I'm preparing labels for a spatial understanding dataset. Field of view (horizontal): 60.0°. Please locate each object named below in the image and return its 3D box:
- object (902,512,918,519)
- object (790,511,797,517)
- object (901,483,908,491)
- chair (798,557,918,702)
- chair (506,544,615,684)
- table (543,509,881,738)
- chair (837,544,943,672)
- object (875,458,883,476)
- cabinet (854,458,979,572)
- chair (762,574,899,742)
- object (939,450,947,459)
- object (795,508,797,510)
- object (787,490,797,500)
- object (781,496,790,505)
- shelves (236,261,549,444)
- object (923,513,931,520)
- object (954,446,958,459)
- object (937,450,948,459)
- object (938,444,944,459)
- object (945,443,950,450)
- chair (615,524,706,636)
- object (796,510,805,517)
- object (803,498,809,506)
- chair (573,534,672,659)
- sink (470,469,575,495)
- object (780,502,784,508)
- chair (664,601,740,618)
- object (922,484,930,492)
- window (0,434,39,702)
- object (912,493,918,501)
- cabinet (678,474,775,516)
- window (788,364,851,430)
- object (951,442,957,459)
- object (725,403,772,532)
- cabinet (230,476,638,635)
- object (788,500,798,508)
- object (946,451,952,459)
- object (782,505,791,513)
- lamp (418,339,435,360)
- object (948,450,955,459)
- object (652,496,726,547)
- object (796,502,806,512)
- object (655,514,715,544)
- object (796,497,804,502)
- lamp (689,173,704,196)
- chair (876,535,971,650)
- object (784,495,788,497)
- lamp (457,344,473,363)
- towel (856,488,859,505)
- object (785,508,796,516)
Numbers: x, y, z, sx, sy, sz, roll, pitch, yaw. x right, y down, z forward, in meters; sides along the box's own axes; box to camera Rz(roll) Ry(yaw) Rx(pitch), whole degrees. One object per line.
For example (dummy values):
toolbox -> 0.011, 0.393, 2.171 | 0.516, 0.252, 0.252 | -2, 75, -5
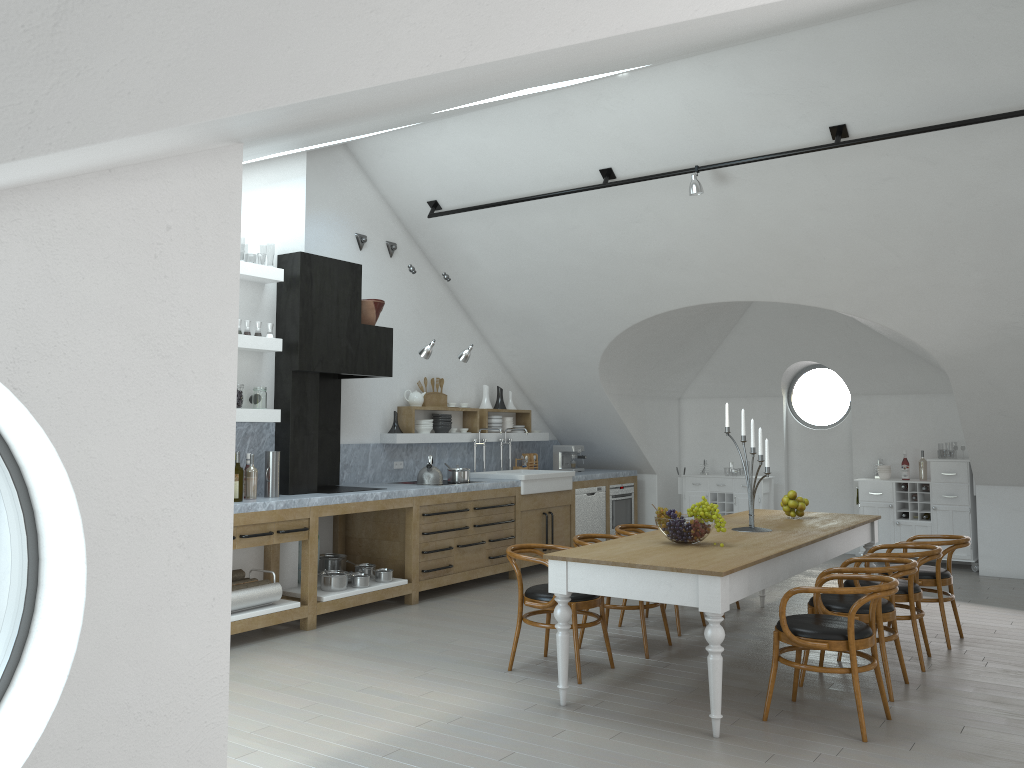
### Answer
object -> 4.386, 1.439, 9.760 | 0.156, 0.086, 0.330 | -2, -4, 36
object -> 2.119, 0.980, 6.682 | 0.049, 0.050, 0.051 | -3, -5, 38
object -> 4.360, 1.134, 9.798 | 0.092, 0.094, 0.358 | -3, -4, 35
chair -> 2.020, 1.375, 5.123 | 0.621, 0.736, 0.526 | -3, -5, 34
chair -> 0.264, 1.392, 5.508 | 0.621, 0.736, 0.526 | -3, -5, 34
table -> 1.532, 1.376, 5.843 | 1.018, 0.801, 3.344 | -2, -4, 34
chair -> 2.445, 1.406, 5.712 | 0.621, 0.736, 0.526 | -2, -5, 30
object -> 4.222, 0.960, 10.187 | 0.115, 0.209, 0.065 | -3, -5, 37
cabinet -> 4.469, 1.399, 9.769 | 1.241, 1.156, 0.609 | -2, -5, 34
chair -> 1.642, 1.344, 4.503 | 0.621, 0.736, 0.526 | -3, -5, 38
object -> 4.645, 0.760, 9.542 | 0.082, 0.105, 0.081 | 1, -4, -17
object -> 2.185, 0.922, 6.768 | 0.076, 0.076, 0.076 | 0, -4, 1
object -> 2.127, 0.841, 6.724 | 0.072, 0.074, 0.072 | -3, -5, 34
object -> 2.078, 0.888, 6.721 | 0.066, 0.071, 0.072 | 0, -4, 4
shelves -> -1.096, -0.116, 8.439 | 0.479, 1.365, 5.541 | -2, -4, 29
object -> 4.525, 1.437, 9.656 | 0.081, 0.081, 0.358 | -2, -4, 32
object -> 4.780, 0.739, 9.543 | 0.046, 0.143, 0.046 | 4, -6, -44
object -> 4.703, 0.773, 9.682 | 0.094, 0.094, 0.093 | 2, -4, -23
object -> 4.657, 0.732, 9.625 | 0.048, 0.170, 0.048 | 2, -5, -23
object -> 4.775, 0.732, 9.711 | 0.054, 0.179, 0.054 | -2, -5, 29
chair -> 1.087, 1.454, 6.702 | 0.621, 0.736, 0.526 | -3, -5, 38
object -> 2.182, 0.975, 6.713 | 0.064, 0.064, 0.063 | 4, -5, -44
object -> 2.223, 0.898, 6.726 | 0.063, 0.063, 0.062 | 0, -4, -3
chair -> 0.724, 1.421, 6.070 | 0.621, 0.736, 0.526 | -2, -5, 31
sink -> 0.108, 1.035, 9.413 | 0.727, 0.202, 1.019 | -2, -4, 34
object -> 2.085, 0.920, 6.777 | 0.062, 0.060, 0.062 | -3, -5, 39
chair -> 1.505, 1.484, 7.291 | 0.621, 0.736, 0.526 | -2, -5, 31
object -> 4.526, 1.133, 9.674 | 0.087, 0.085, 0.359 | -2, -4, 34
window -> -1.885, 0.536, 2.101 | 0.104, 1.474, 1.468 | -3, -5, 34
object -> 4.447, 1.243, 9.738 | 0.085, 0.086, 0.330 | -2, -4, 34
cabinet -> 2.607, 1.516, 10.809 | 1.134, 0.791, 0.496 | -2, -5, 34
window -> 3.801, 0.160, 10.901 | 0.899, 0.902, 0.060 | -2, -5, 34
object -> 4.836, 0.727, 9.692 | 0.063, 0.187, 0.063 | -2, -5, 21
object -> 1.620, 0.549, 6.053 | 0.265, 0.877, 0.773 | -1, -4, 9
cabinet -> -0.650, 1.518, 8.529 | 1.003, 1.024, 6.419 | -2, -4, 34
object -> 2.110, 0.902, 6.655 | 0.071, 0.064, 0.072 | -2, -4, 28
object -> 4.715, 0.772, 9.591 | 0.077, 0.085, 0.077 | -3, -5, 42
object -> 2.073, 0.942, 6.693 | 0.059, 0.056, 0.059 | -2, -4, 29
lamp -> -0.762, -0.306, 7.873 | 0.115, 0.178, 0.164 | 3, -5, -37
object -> 4.783, 0.768, 9.639 | 0.071, 0.099, 0.071 | -4, -5, 43
object -> 1.040, 0.803, 5.230 | 0.394, 0.285, 0.292 | 0, -4, -1
object -> 2.172, 0.923, 6.661 | 0.071, 0.072, 0.070 | 0, -4, -1
object -> 1.027, 0.867, 5.251 | 0.360, 0.160, 0.359 | -1, -3, 15
object -> 2.175, 0.879, 6.698 | 0.053, 0.057, 0.058 | 3, -5, -41
lamp -> 1.436, -1.557, 6.906 | 0.112, 0.175, 0.114 | 0, -4, -3
chair -> 2.911, 1.434, 6.267 | 0.621, 0.736, 0.526 | -3, -5, 37
object -> 2.113, 0.877, 6.801 | 0.062, 0.060, 0.062 | -3, -5, 35
lamp -> -0.431, -0.286, 8.346 | 0.169, 0.177, 0.112 | -2, -5, 27
towel -> 3.987, 1.279, 10.173 | 0.049, 0.204, 0.150 | -3, -5, 35
object -> 2.118, 0.969, 6.750 | 0.080, 0.074, 0.078 | 1, -4, -11
